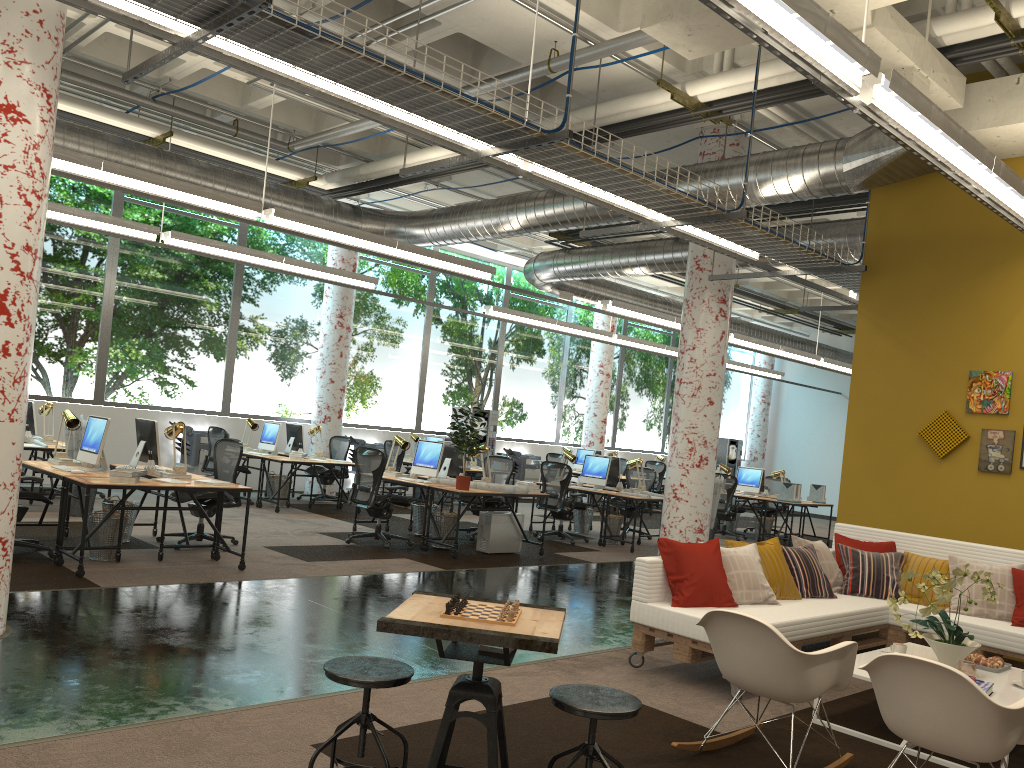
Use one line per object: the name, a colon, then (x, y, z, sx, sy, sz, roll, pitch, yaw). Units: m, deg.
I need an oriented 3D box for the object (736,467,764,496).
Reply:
object: (4.128, 1.702, 15.409, 0.190, 0.485, 0.482, 6, -1, -44)

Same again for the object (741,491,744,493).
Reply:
object: (4.258, 1.991, 16.342, 0.106, 0.029, 0.059, 8, -3, -43)

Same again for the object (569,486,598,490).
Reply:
object: (1.011, 1.477, 12.579, 0.119, 0.017, 0.438, 8, -4, -44)

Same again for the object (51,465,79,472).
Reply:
object: (-3.878, 0.734, 7.699, 0.119, 0.017, 0.438, 8, -4, -44)

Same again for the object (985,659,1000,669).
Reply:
object: (2.847, 1.661, 5.257, 0.064, 0.055, 0.120, 6, -2, -22)

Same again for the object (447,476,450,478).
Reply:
object: (-0.852, 1.202, 11.422, 0.106, 0.029, 0.059, 8, -3, -43)

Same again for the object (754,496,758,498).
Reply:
object: (4.150, 1.912, 15.032, 0.106, 0.029, 0.059, 8, -3, -43)

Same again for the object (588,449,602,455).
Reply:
object: (1.695, 1.628, 18.699, 0.190, 0.485, 0.482, 6, -1, -44)

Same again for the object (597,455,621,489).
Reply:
object: (1.409, 1.319, 13.270, 0.190, 0.485, 0.482, 6, -1, -44)

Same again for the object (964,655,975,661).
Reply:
object: (2.730, 1.652, 5.344, 0.135, 0.061, 0.071, 7, -2, -24)

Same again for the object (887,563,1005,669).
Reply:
object: (2.505, 1.337, 5.073, 0.790, 0.616, 0.416, 7, -1, -32)

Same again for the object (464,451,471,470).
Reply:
object: (-0.824, 1.260, 14.688, 0.151, 0.302, 0.280, 6, -1, -44)

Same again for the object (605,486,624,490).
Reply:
object: (1.563, 1.575, 13.406, 0.119, 0.017, 0.438, 8, -4, -44)

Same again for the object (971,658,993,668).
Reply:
object: (2.773, 1.653, 5.249, 0.070, 0.060, 0.131, 6, -2, -22)

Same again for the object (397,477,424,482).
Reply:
object: (-1.182, 1.120, 10.353, 0.119, 0.017, 0.438, 8, -4, -44)

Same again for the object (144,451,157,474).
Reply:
object: (-3.304, 0.718, 8.105, 0.101, 0.209, 0.101, 6, 0, 1)

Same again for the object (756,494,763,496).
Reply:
object: (4.479, 2.007, 16.101, 0.119, 0.017, 0.438, 8, -4, -44)

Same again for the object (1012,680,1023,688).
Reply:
object: (2.835, 1.659, 4.860, 0.160, 0.020, 0.161, 5, -3, 10)

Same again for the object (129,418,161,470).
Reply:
object: (-3.481, 0.576, 8.390, 0.190, 0.485, 0.482, 6, -1, -44)

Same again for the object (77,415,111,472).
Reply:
object: (-3.678, 0.527, 7.834, 0.190, 0.485, 0.482, 6, -1, -44)

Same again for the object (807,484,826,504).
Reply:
object: (5.277, 1.905, 15.324, 0.151, 0.302, 0.280, 6, -1, -44)

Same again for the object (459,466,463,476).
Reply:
object: (-0.608, 1.103, 10.760, 0.101, 0.209, 0.101, 6, 0, 1)

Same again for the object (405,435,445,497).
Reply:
object: (-1.595, 1.501, 15.589, 0.191, 1.209, 1.075, 6, -1, -43)

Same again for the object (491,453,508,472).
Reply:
object: (-0.206, 1.353, 15.288, 0.151, 0.302, 0.280, 6, -1, -44)

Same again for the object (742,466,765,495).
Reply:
object: (4.325, 1.750, 15.965, 0.190, 0.485, 0.482, 6, -1, -44)

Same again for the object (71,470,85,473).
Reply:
object: (-3.656, 0.738, 7.458, 0.106, 0.029, 0.059, 8, -3, -43)

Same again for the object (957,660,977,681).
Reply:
object: (2.389, 1.514, 4.655, 0.094, 0.106, 0.094, 6, -1, 7)

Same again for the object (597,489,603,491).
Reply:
object: (1.234, 1.480, 12.338, 0.106, 0.029, 0.059, 8, -3, -43)

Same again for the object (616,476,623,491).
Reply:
object: (1.586, 1.460, 12.985, 0.101, 0.209, 0.101, 6, 0, 1)

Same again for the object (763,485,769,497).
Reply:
object: (4.502, 1.892, 15.680, 0.101, 0.209, 0.101, 6, 0, 1)

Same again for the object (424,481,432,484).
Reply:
object: (-0.960, 1.123, 10.112, 0.106, 0.029, 0.059, 8, -3, -43)

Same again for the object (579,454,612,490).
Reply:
object: (1.212, 1.270, 12.715, 0.190, 0.485, 0.482, 6, -1, -44)

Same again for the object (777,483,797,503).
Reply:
object: (4.554, 1.796, 14.621, 0.151, 0.302, 0.280, 6, -1, -44)

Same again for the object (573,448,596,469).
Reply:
object: (1.497, 1.580, 18.144, 0.190, 0.485, 0.482, 6, -1, -44)

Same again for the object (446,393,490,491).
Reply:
object: (-0.515, 0.623, 9.710, 0.512, 1.077, 0.440, 5, 0, 37)

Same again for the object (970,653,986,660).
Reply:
object: (2.841, 1.668, 5.391, 0.064, 0.055, 0.120, 6, -2, -22)

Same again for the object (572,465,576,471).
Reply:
object: (1.293, 1.713, 18.429, 0.101, 0.209, 0.101, 6, 0, 1)

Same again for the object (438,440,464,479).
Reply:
object: (-0.785, 0.962, 11.045, 0.190, 0.485, 0.482, 6, -1, -44)

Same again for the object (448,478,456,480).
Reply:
object: (-0.631, 1.218, 11.181, 0.119, 0.017, 0.438, 8, -4, -44)

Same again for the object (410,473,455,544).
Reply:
object: (-0.944, 1.422, 10.530, 0.846, 0.933, 0.105, 5, -1, 41)

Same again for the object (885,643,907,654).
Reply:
object: (2.310, 1.593, 5.281, 0.161, 0.090, 0.160, 7, -2, -19)

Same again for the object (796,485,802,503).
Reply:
object: (4.659, 1.812, 14.724, 0.151, 0.302, 0.280, 6, -1, -44)

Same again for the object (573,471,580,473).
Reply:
object: (1.297, 1.787, 18.008, 0.119, 0.017, 0.438, 8, -4, -44)

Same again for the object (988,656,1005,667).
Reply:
object: (2.921, 1.672, 5.328, 0.072, 0.062, 0.136, 6, -2, 3)

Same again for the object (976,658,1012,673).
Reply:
object: (2.820, 1.679, 5.323, 0.268, 0.026, 0.266, 9, -4, -44)

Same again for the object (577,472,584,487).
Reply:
object: (1.007, 1.403, 13.000, 0.101, 0.209, 0.101, 6, 0, 1)

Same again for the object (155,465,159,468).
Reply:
object: (-3.548, 0.816, 8.767, 0.106, 0.029, 0.059, 8, -3, -43)

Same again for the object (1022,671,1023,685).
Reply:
object: (2.843, 1.622, 4.861, 0.086, 0.085, 0.079, 6, -1, -15)

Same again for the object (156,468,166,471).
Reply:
object: (-3.327, 0.832, 8.526, 0.119, 0.017, 0.438, 8, -4, -44)

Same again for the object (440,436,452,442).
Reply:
object: (-1.158, 1.199, 15.929, 0.190, 0.485, 0.482, 6, -1, -44)

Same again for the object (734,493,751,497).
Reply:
object: (3.928, 1.909, 15.273, 0.119, 0.017, 0.438, 8, -4, -44)

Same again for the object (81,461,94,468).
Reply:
object: (-3.882, 0.660, 8.120, 0.101, 0.209, 0.101, 6, 0, 1)

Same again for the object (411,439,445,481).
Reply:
object: (-0.982, 0.913, 10.489, 0.190, 0.485, 0.482, 6, -1, -44)
